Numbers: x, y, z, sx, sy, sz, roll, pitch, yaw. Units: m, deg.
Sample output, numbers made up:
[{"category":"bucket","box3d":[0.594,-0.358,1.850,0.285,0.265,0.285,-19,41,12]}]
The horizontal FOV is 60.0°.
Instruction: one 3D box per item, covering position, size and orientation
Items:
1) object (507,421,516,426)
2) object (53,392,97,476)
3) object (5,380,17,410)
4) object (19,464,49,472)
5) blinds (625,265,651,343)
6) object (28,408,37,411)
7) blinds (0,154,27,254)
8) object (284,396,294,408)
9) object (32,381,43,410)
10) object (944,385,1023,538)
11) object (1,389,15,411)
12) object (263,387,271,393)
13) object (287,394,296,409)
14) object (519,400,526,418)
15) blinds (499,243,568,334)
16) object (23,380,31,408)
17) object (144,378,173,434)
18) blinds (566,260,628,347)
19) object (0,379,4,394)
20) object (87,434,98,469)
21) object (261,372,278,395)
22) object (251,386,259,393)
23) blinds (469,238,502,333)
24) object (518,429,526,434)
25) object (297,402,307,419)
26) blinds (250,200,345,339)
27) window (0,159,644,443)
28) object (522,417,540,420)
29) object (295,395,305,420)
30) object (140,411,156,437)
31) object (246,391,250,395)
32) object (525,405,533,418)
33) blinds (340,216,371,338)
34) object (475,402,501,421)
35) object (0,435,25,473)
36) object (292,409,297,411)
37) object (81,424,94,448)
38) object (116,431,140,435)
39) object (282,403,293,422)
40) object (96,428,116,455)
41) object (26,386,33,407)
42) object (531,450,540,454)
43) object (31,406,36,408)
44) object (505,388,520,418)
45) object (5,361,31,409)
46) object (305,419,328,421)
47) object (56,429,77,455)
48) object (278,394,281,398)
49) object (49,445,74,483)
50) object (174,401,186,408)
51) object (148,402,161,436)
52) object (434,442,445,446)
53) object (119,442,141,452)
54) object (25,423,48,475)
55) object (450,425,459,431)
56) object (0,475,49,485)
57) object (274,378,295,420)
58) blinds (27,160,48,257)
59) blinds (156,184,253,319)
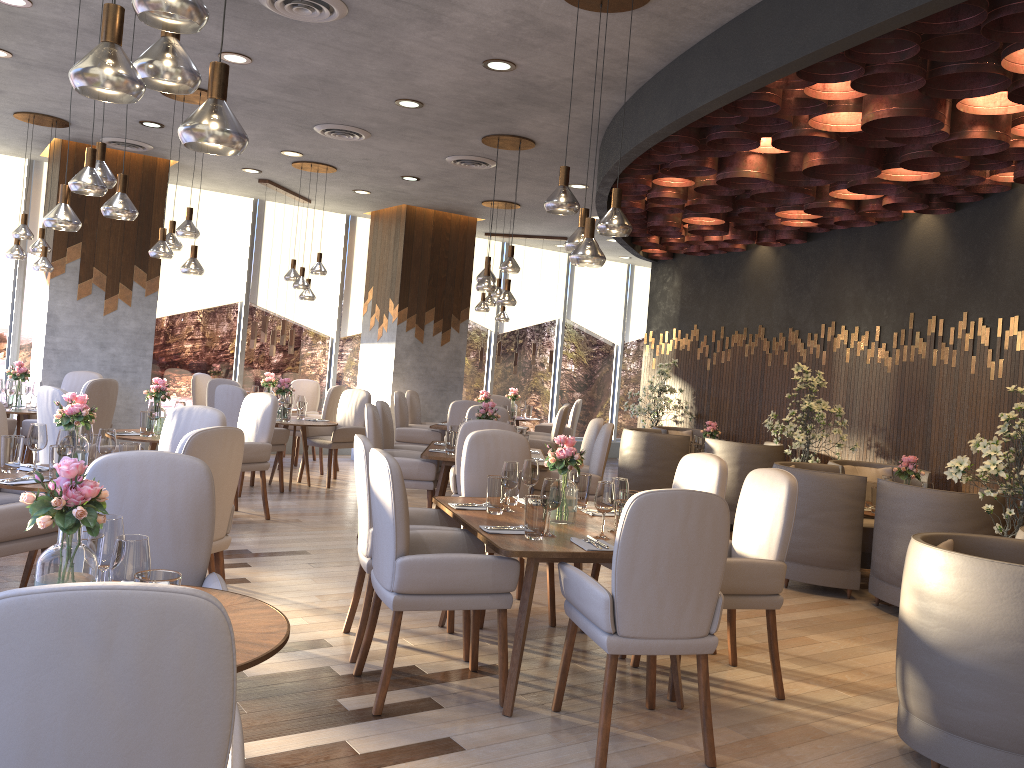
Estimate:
[{"category":"object","box3d":[-0.018,0.437,7.542,0.092,0.244,0.092,4,-1,42]},{"category":"object","box3d":[-2.166,0.246,4.379,0.210,0.416,0.198,5,0,-37]},{"category":"object","box3d":[-4.273,0.094,7.549,0.092,0.244,0.092,4,-1,37]},{"category":"object","box3d":[-2.432,0.421,4.494,0.255,0.019,0.157,5,1,24]},{"category":"blinds","box3d":[2.453,-1.971,14.985,1.172,2.682,0.007,5,-1,-34]},{"category":"object","box3d":[-4.040,0.224,7.621,0.255,0.019,0.157,5,1,12]},{"category":"blinds","box3d":[-5.790,-2.461,9.361,1.172,2.682,0.007,5,-1,-34]},{"category":"object","box3d":[-2.186,0.240,8.667,0.092,0.244,0.092,5,-1,-41]},{"category":"object","box3d":[-4.146,0.100,7.741,0.092,0.244,0.092,4,-1,37]},{"category":"object","box3d":[2.749,0.699,4.802,0.747,1.617,0.787,4,0,32]},{"category":"object","box3d":[-4.239,0.131,7.446,0.102,0.178,0.102,5,0,-17]},{"category":"object","box3d":[-2.805,0.159,10.125,0.092,0.244,0.092,4,0,30]},{"category":"object","box3d":[-2.581,0.206,10.353,0.102,0.178,0.102,5,0,-32]},{"category":"object","box3d":[0.141,0.353,12.353,0.092,0.244,0.092,5,-1,-44]},{"category":"blinds","box3d":[0.391,-2.043,13.581,1.172,2.682,0.007,5,-1,-34]},{"category":"object","box3d":[-4.319,0.083,7.858,0.092,0.244,0.092,5,0,-4]},{"category":"object","box3d":[-2.653,0.159,6.642,0.210,0.416,0.197,5,0,28]},{"category":"blinds","box3d":[1.419,-1.974,14.282,1.172,2.682,0.007,5,-1,-34]},{"category":"object","box3d":[-4.448,0.077,7.668,0.092,0.244,0.092,5,-1,-32]},{"category":"object","box3d":[-2.229,0.354,4.658,0.102,0.178,0.102,5,0,-29]},{"category":"object","box3d":[-2.827,0.068,10.301,0.210,0.416,0.198,5,0,-22]},{"category":"object","box3d":[-2.973,0.143,10.241,0.092,0.244,0.092,4,-1,33]},{"category":"blinds","box3d":[-0.635,-2.135,12.879,1.172,2.682,0.007,5,-1,-34]},{"category":"object","box3d":[0.067,0.476,7.607,0.102,0.178,0.102,5,0,-34]},{"category":"object","box3d":[-2.143,0.269,9.028,0.102,0.178,0.102,5,0,-43]},{"category":"blinds","box3d":[-2.728,-1.963,11.464,1.172,2.682,0.007,5,-1,-34]},{"category":"window","box3d":[-2.575,-0.848,8.268,8.064,3.200,16.114,5,1,11]},{"category":"object","box3d":[0.261,0.478,12.248,0.255,0.019,0.157,5,1,4]},{"category":"object","box3d":[-2.130,0.240,8.919,0.092,0.244,0.092,5,0,11]},{"category":"object","box3d":[-2.610,0.287,6.337,0.102,0.178,0.102,5,0,5]},{"category":"object","box3d":[-3.072,0.169,10.188,0.102,0.178,0.102,5,0,4]},{"category":"object","box3d":[0.230,0.392,12.411,0.102,0.178,0.102,4,0,40]},{"category":"blinds","box3d":[-1.699,-1.912,12.165,1.172,2.682,0.007,5,-1,-34]},{"category":"object","box3d":[-0.208,0.347,7.187,0.210,0.416,0.197,5,0,13]},{"category":"object","box3d":[-2.445,0.343,4.329,0.102,0.178,0.102,5,0,-40]},{"category":"object","box3d":[-2.573,0.290,10.186,0.255,0.019,0.157,5,1,12]},{"category":"object","box3d":[-2.203,0.325,4.551,0.092,0.244,0.092,5,-1,-40]},{"category":"object","box3d":[-2.771,0.353,6.397,0.157,0.019,0.255,6,2,39]},{"category":"object","box3d":[-2.175,0.276,8.558,0.102,0.178,0.102,5,0,36]},{"category":"object","box3d":[-2.016,0.344,4.395,0.092,0.244,0.092,5,0,1]},{"category":"object","box3d":[-4.361,0.111,7.959,0.102,0.178,0.102,5,0,-8]},{"category":"object","box3d":[0.110,0.563,7.447,0.255,0.019,0.157,5,1,0]},{"category":"object","box3d":[-4.202,0.204,7.963,0.157,0.019,0.255,5,1,16]},{"category":"object","box3d":[0.014,0.260,12.203,0.210,0.416,0.197,4,0,33]},{"category":"object","box3d":[-4.294,0.003,7.700,0.198,0.416,0.210,5,0,3]},{"category":"object","box3d":[-1.989,0.363,8.987,0.157,0.019,0.255,5,1,31]},{"category":"object","box3d":[-2.123,0.339,4.215,0.092,0.244,0.092,4,-1,40]},{"category":"object","box3d":[-2.678,0.166,10.308,0.092,0.244,0.092,5,0,15]},{"category":"object","box3d":[-2.094,0.376,4.110,0.102,0.178,0.102,5,0,-4]},{"category":"object","box3d":[-2.509,0.255,6.687,0.092,0.244,0.092,4,0,20]},{"category":"object","box3d":[-2.604,0.253,6.447,0.092,0.244,0.092,4,-1,42]},{"category":"object","box3d":[-0.532,0.509,7.505,0.255,0.019,0.157,5,1,-1]},{"category":"object","box3d":[-1.914,0.384,4.425,0.102,0.178,0.102,5,0,17]},{"category":"object","box3d":[-2.336,0.319,4.353,0.092,0.244,0.092,4,0,21]},{"category":"object","box3d":[-0.472,0.437,7.348,0.102,0.178,0.102,5,0,15]},{"category":"object","box3d":[-2.266,0.442,4.117,0.157,0.019,0.255,5,1,20]},{"category":"object","box3d":[-2.278,0.144,8.820,0.210,0.416,0.197,5,0,13]},{"category":"blinds","box3d":[-4.761,-2.391,10.063,1.172,2.682,0.007,5,-1,-34]},{"category":"blinds","box3d":[-3.755,-2.039,10.763,1.172,2.682,0.007,5,-1,-34]}]
